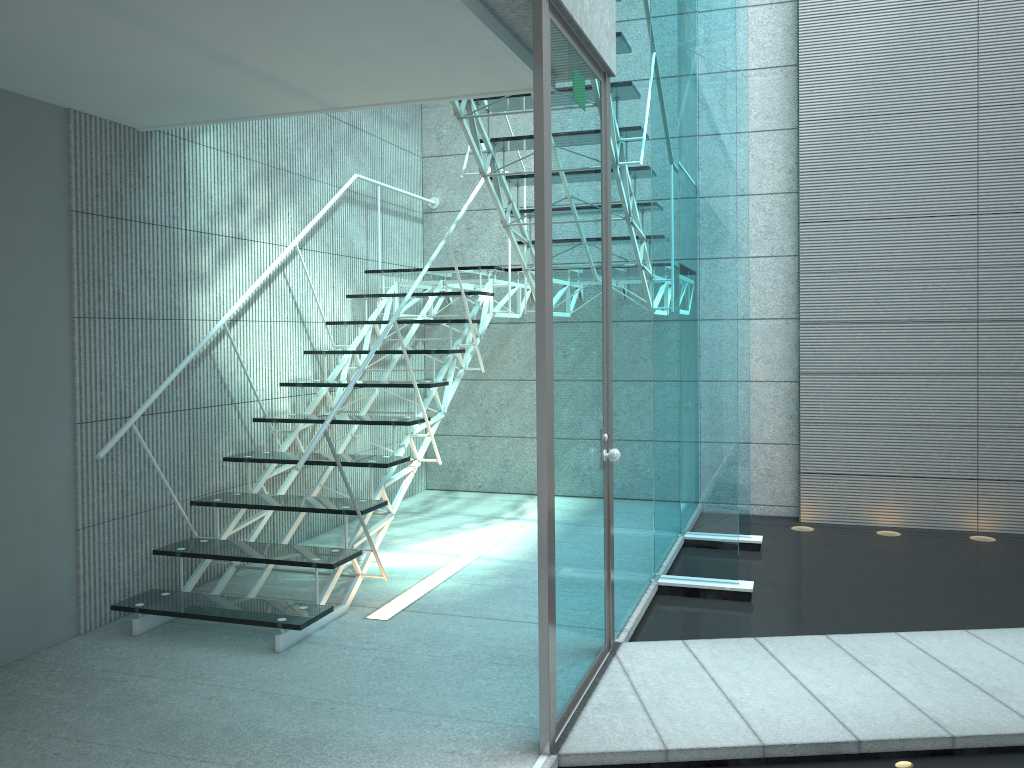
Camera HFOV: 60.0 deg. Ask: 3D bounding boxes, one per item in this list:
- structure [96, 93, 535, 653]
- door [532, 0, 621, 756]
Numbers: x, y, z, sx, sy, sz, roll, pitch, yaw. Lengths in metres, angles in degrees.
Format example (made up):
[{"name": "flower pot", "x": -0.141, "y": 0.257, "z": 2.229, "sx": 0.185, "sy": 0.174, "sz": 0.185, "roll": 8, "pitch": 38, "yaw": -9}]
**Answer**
[{"name": "structure", "x": -0.213, "y": -2.127, "z": 4.571, "sx": 1.910, "sy": 6.003, "sz": 3.298, "roll": 0, "pitch": 2, "yaw": 18}, {"name": "door", "x": 0.234, "y": -0.058, "z": 2.758, "sx": 0.076, "sy": 2.063, "sz": 0.866, "roll": 0, "pitch": 2, "yaw": 18}]
